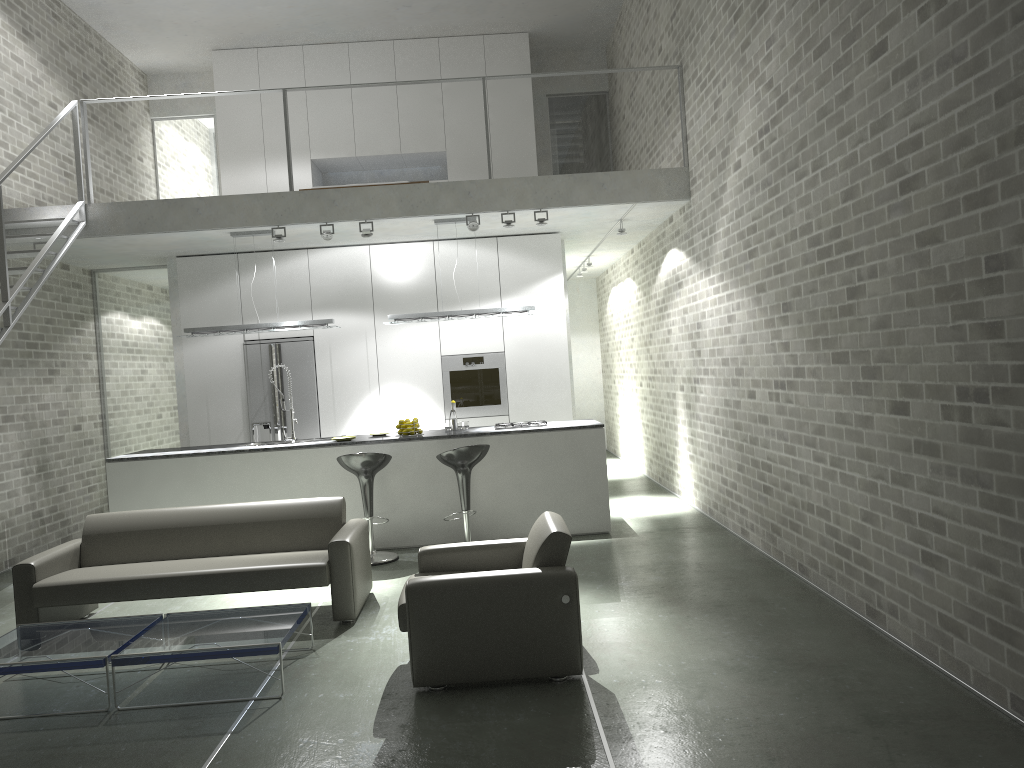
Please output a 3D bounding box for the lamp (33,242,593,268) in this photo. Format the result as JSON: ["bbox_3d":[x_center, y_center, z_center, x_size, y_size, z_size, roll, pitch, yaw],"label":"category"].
[{"bbox_3d":[-1.635,-1.452,10.168,6.854,0.136,0.110,-5,1,-37],"label":"lamp"}]

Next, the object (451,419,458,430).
[{"bbox_3d":[-0.545,0.388,8.444,0.060,0.106,0.060,-4,1,-8],"label":"object"}]

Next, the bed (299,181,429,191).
[{"bbox_3d":[-1.716,-2.242,10.794,1.341,0.792,1.957,-4,1,-2],"label":"bed"}]

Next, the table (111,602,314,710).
[{"bbox_3d":[-1.540,1.420,4.695,0.820,0.270,0.800,-4,1,-2],"label":"table"}]

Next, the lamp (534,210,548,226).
[{"bbox_3d":[0.273,-1.550,8.283,0.109,0.135,0.109,-5,1,-44],"label":"lamp"}]

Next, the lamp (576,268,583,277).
[{"bbox_3d":[1.024,-1.688,13.426,0.109,0.135,0.109,-3,1,40],"label":"lamp"}]

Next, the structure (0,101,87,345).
[{"bbox_3d":[-4.221,-0.412,5.968,0.902,4.246,4.345,-4,1,-2],"label":"structure"}]

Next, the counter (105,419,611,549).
[{"bbox_3d":[-1.353,0.979,8.296,4.400,0.960,0.900,-4,1,-2],"label":"counter"}]

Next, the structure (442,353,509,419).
[{"bbox_3d":[-0.406,0.021,9.748,0.692,0.680,0.036,-4,1,-2],"label":"structure"}]

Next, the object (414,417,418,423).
[{"bbox_3d":[-0.894,0.340,8.220,0.050,0.060,0.059,-4,1,-12],"label":"object"}]

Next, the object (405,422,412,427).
[{"bbox_3d":[-0.948,0.370,8.121,0.061,0.052,0.053,-4,1,2],"label":"object"}]

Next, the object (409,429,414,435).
[{"bbox_3d":[-0.915,0.442,8.130,0.051,0.053,0.063,-4,1,-4],"label":"object"}]

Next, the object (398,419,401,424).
[{"bbox_3d":[-1.028,0.355,8.208,0.052,0.060,0.057,-4,1,-23],"label":"object"}]

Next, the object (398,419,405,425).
[{"bbox_3d":[-1.014,0.351,8.157,0.063,0.051,0.053,-3,1,36],"label":"object"}]

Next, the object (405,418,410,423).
[{"bbox_3d":[-0.963,0.343,8.187,0.051,0.053,0.063,-4,1,-10],"label":"object"}]

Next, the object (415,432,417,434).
[{"bbox_3d":[-0.910,0.443,8.211,0.050,0.055,0.061,-3,1,34],"label":"object"}]

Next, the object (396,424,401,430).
[{"bbox_3d":[-1.042,0.396,8.186,0.053,0.051,0.063,-5,1,-43],"label":"object"}]

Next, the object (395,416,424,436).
[{"bbox_3d":[-0.950,0.386,8.190,0.207,0.174,0.189,-3,1,43],"label":"object"}]

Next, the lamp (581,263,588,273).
[{"bbox_3d":[1.041,-1.681,12.811,0.109,0.132,0.109,-3,1,40],"label":"lamp"}]

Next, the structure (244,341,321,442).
[{"bbox_3d":[-2.482,0.499,9.722,0.743,1.900,0.160,-4,1,-2],"label":"structure"}]

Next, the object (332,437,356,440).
[{"bbox_3d":[-1.521,0.501,8.028,0.216,0.017,0.217,-3,1,31],"label":"object"}]

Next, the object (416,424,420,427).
[{"bbox_3d":[-0.879,0.388,8.205,0.053,0.054,0.061,-3,1,35],"label":"object"}]

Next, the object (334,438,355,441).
[{"bbox_3d":[-1.520,0.506,8.028,0.216,0.017,0.217,-3,1,31],"label":"object"}]

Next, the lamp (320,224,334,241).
[{"bbox_3d":[-1.714,-1.406,8.217,0.115,0.151,0.115,-3,1,41],"label":"lamp"}]

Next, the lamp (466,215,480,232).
[{"bbox_3d":[-0.361,-1.496,8.248,0.131,0.154,0.098,-4,1,-2],"label":"lamp"}]

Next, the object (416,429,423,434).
[{"bbox_3d":[-0.854,0.437,8.192,0.053,0.052,0.062,-3,1,28],"label":"object"}]

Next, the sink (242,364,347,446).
[{"bbox_3d":[-2.065,0.316,8.378,0.987,1.023,0.546,-4,1,-2],"label":"sink"}]

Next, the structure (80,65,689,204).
[{"bbox_3d":[-1.154,-2.305,8.236,5.560,0.972,0.070,-4,1,-2],"label":"structure"}]

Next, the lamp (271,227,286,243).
[{"bbox_3d":[-2.159,-1.383,8.212,0.109,0.136,0.109,-3,1,41],"label":"lamp"}]

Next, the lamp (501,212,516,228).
[{"bbox_3d":[-0.034,-1.529,8.274,0.109,0.135,0.109,-5,1,-44],"label":"lamp"}]

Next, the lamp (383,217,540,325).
[{"bbox_3d":[-0.512,-1.105,8.534,1.490,0.964,0.290,-4,1,-2],"label":"lamp"}]

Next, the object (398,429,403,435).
[{"bbox_3d":[-1.024,0.442,8.174,0.060,0.057,0.052,-4,1,-10],"label":"object"}]

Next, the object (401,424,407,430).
[{"bbox_3d":[-0.992,0.394,8.150,0.062,0.053,0.052,-5,1,-40],"label":"object"}]

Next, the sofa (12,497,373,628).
[{"bbox_3d":[-2.048,1.210,5.880,2.114,0.717,0.902,-4,1,-2],"label":"sofa"}]

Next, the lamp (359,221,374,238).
[{"bbox_3d":[-1.352,-1.431,8.248,0.115,0.151,0.115,-3,1,41],"label":"lamp"}]

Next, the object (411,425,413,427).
[{"bbox_3d":[-0.924,0.403,8.163,0.051,0.053,0.062,-4,1,-4],"label":"object"}]

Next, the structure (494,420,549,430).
[{"bbox_3d":[0.083,0.382,8.324,0.500,0.038,0.500,-4,1,-2],"label":"structure"}]

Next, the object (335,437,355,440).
[{"bbox_3d":[-1.521,0.496,8.028,0.216,0.017,0.217,-3,1,31],"label":"object"}]

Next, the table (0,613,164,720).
[{"bbox_3d":[-2.377,1.477,4.672,0.820,0.270,0.800,-4,1,-2],"label":"table"}]

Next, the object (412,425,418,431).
[{"bbox_3d":[-0.896,0.405,8.149,0.061,0.055,0.051,-4,1,-32],"label":"object"}]

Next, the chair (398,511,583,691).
[{"bbox_3d":[-0.134,1.100,4.724,0.910,0.717,0.963,-4,1,-2],"label":"chair"}]

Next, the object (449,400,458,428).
[{"bbox_3d":[-0.545,0.297,8.456,0.101,0.288,0.088,-3,1,28],"label":"object"}]

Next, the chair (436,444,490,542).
[{"bbox_3d":[-0.385,0.964,7.414,0.457,0.931,0.464,-4,1,-21],"label":"chair"}]

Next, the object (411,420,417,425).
[{"bbox_3d":[-0.901,0.355,8.154,0.051,0.053,0.063,-4,1,1],"label":"object"}]

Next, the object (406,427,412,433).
[{"bbox_3d":[-0.940,0.416,8.096,0.061,0.054,0.052,-5,1,-35],"label":"object"}]

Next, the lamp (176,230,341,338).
[{"bbox_3d":[-2.443,-0.973,8.480,1.490,0.964,0.290,-4,1,-2],"label":"lamp"}]

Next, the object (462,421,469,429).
[{"bbox_3d":[-0.445,0.397,8.543,0.064,0.070,0.063,-4,1,6],"label":"object"}]

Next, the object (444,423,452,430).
[{"bbox_3d":[-0.613,0.409,8.534,0.063,0.070,0.064,-3,1,36],"label":"object"}]

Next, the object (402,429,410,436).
[{"bbox_3d":[-0.973,0.445,8.141,0.064,0.063,0.074,-4,1,9],"label":"object"}]

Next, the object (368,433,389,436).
[{"bbox_3d":[-1.264,0.481,8.441,0.216,0.017,0.217,-3,1,24],"label":"object"}]

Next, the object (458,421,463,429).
[{"bbox_3d":[-0.508,0.400,8.611,0.063,0.070,0.064,-3,1,36],"label":"object"}]

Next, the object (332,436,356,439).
[{"bbox_3d":[-1.521,0.492,8.027,0.216,0.017,0.217,-3,1,31],"label":"object"}]

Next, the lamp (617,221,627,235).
[{"bbox_3d":[1.143,-1.627,9.261,0.109,0.132,0.109,-3,1,40],"label":"lamp"}]

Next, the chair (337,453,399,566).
[{"bbox_3d":[-1.203,1.019,7.425,0.457,0.931,0.464,-4,1,12],"label":"chair"}]
